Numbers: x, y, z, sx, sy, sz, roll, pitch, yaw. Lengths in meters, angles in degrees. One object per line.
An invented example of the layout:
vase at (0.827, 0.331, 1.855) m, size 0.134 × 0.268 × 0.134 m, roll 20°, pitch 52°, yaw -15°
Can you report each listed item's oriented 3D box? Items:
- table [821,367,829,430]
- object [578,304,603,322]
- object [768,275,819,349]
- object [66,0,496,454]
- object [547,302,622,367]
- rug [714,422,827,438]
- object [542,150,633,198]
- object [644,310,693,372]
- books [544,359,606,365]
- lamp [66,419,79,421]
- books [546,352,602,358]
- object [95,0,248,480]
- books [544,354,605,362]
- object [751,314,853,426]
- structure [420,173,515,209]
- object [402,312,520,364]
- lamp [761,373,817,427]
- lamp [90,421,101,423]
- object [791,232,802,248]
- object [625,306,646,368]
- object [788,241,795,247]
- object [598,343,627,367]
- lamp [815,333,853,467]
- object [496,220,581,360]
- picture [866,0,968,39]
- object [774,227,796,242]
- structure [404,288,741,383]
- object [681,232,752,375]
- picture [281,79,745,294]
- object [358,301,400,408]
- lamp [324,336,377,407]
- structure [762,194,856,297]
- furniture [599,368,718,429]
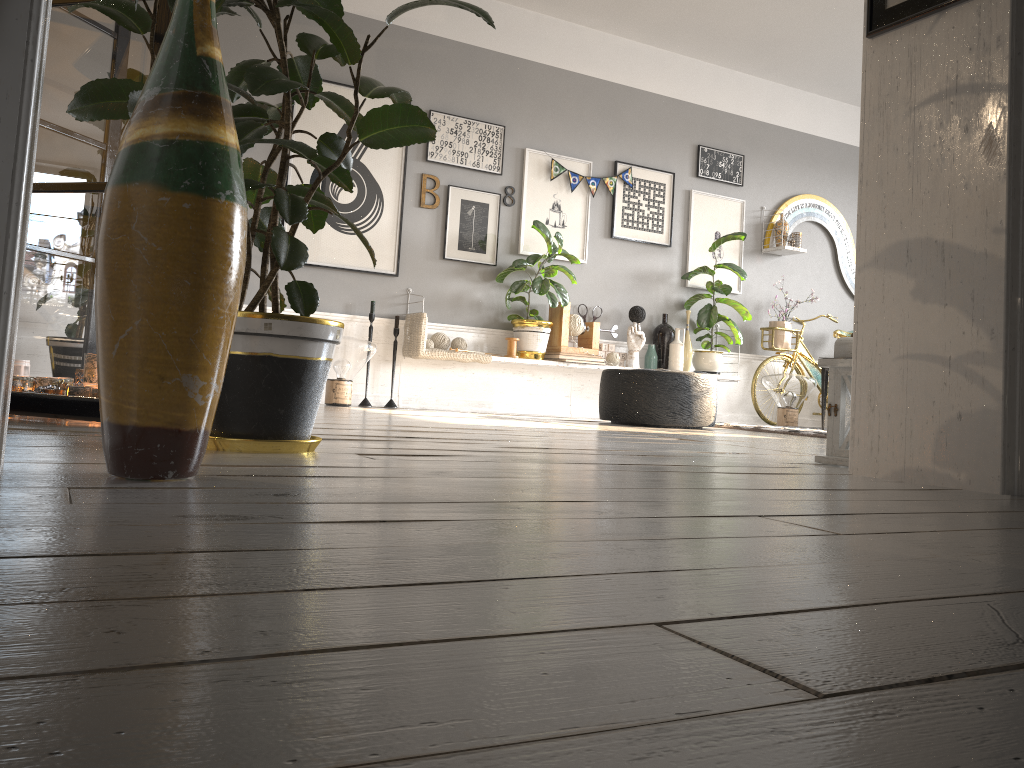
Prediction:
table at (2.799, 0.128, 5.656) m, size 0.730 × 0.513 × 1.455 m, roll 4°, pitch -1°, yaw -28°
object at (0.583, -0.370, 6.707) m, size 0.221 × 0.466 × 0.019 m, roll 5°, pitch -5°, yaw -28°
object at (2.390, -0.596, 7.465) m, size 0.487 × 0.644 × 0.252 m, roll 4°, pitch -4°, yaw -10°
object at (-1.404, -0.796, 3.410) m, size 1.008 × 1.801 × 3.894 m, roll 5°, pitch -2°, yaw -29°
object at (0.558, -0.360, 6.528) m, size 0.544 × 0.442 × 0.238 m, roll 5°, pitch -4°, yaw -28°
rug at (2.539, 0.354, 5.763) m, size 1.765 × 0.034 × 2.525 m, roll 4°, pitch 0°, yaw -28°
object at (0.584, -1.591, 6.763) m, size 0.912 × 0.341 × 0.057 m, roll 4°, pitch -4°, yaw -29°
object at (1.225, -0.344, 6.885) m, size 0.332 × 0.490 × 0.284 m, roll 2°, pitch -4°, yaw 22°
books at (0.451, -0.161, 6.463) m, size 0.367 × 0.021 × 0.296 m, roll 4°, pitch -1°, yaw -34°
lamp at (-1.262, 0.056, 2.591) m, size 0.081 × 0.099 × 0.080 m, roll 3°, pitch -3°, yaw 12°
books at (0.438, -0.209, 6.464) m, size 0.378 × 0.017 × 0.229 m, roll 4°, pitch -1°, yaw -31°
object at (-0.509, -0.420, 1.382) m, size 0.215 × 1.129 × 0.215 m, roll 6°, pitch -5°, yaw -34°
books at (0.444, -0.186, 6.455) m, size 0.383 × 0.029 × 0.260 m, roll 4°, pitch -1°, yaw -27°
object at (2.704, -0.094, 7.637) m, size 1.620 × 0.974 × 0.426 m, roll 5°, pitch -4°, yaw -37°
structure at (-0.306, -1.333, 6.307) m, size 0.737 × 0.264 × 0.024 m, roll 4°, pitch -4°, yaw -28°
object at (-0.325, -0.296, 6.058) m, size 0.783 × 0.308 × 0.328 m, roll 4°, pitch -2°, yaw -27°
lamp at (2.229, 0.136, 7.140) m, size 0.432 × 0.439 × 0.431 m, roll 3°, pitch -2°, yaw 3°
lamp at (-1.177, 0.061, 2.556) m, size 0.081 × 0.099 × 0.080 m, roll 3°, pitch -3°, yaw 12°
object at (2.424, -1.216, 7.538) m, size 0.085 × 0.140 × 0.086 m, roll 6°, pitch -4°, yaw -35°
object at (0.941, -0.359, 6.751) m, size 0.154 × 0.485 × 0.136 m, roll 6°, pitch -5°, yaw -28°
object at (2.407, -1.188, 7.616) m, size 0.062 × 0.082 × 0.062 m, roll 1°, pitch -4°, yaw 38°
object at (0.750, -0.216, 6.749) m, size 0.264 × 0.174 × 0.078 m, roll 4°, pitch -4°, yaw -22°
lamp at (1.141, 0.015, 2.689) m, size 0.286 × 0.480 × 0.286 m, roll 5°, pitch -4°, yaw -29°
object at (0.185, -0.652, 6.272) m, size 0.508 × 0.968 × 0.545 m, roll 7°, pitch -5°, yaw -43°
picture at (0.225, -1.368, 1.822) m, size 1.940 × 0.756 × 0.358 m, roll 4°, pitch -3°, yaw -28°
object at (2.303, -1.235, 7.457) m, size 0.197 × 0.166 × 0.060 m, roll 3°, pitch -4°, yaw 6°
structure at (0.558, -0.331, 6.560) m, size 2.768 × 0.488 × 0.307 m, roll 4°, pitch -3°, yaw -28°
object at (1.633, -0.649, 7.078) m, size 0.567 × 1.155 × 0.413 m, roll 3°, pitch -4°, yaw 11°
picture at (-0.301, -1.456, 4.028) m, size 7.274 × 1.803 × 4.036 m, roll 4°, pitch -1°, yaw -28°
object at (-0.858, -0.199, 5.841) m, size 0.278 × 0.704 × 0.091 m, roll 6°, pitch -5°, yaw -36°
lamp at (-1.078, -0.081, 5.557) m, size 0.432 × 0.439 × 0.431 m, roll 4°, pitch -2°, yaw -6°
structure at (3.095, -1.194, 7.967) m, size 2.017 × 0.960 × 0.266 m, roll 4°, pitch -4°, yaw -28°
furniture at (0.918, 0.085, 5.572) m, size 0.733 × 0.358 × 0.735 m, roll 5°, pitch -2°, yaw -41°
